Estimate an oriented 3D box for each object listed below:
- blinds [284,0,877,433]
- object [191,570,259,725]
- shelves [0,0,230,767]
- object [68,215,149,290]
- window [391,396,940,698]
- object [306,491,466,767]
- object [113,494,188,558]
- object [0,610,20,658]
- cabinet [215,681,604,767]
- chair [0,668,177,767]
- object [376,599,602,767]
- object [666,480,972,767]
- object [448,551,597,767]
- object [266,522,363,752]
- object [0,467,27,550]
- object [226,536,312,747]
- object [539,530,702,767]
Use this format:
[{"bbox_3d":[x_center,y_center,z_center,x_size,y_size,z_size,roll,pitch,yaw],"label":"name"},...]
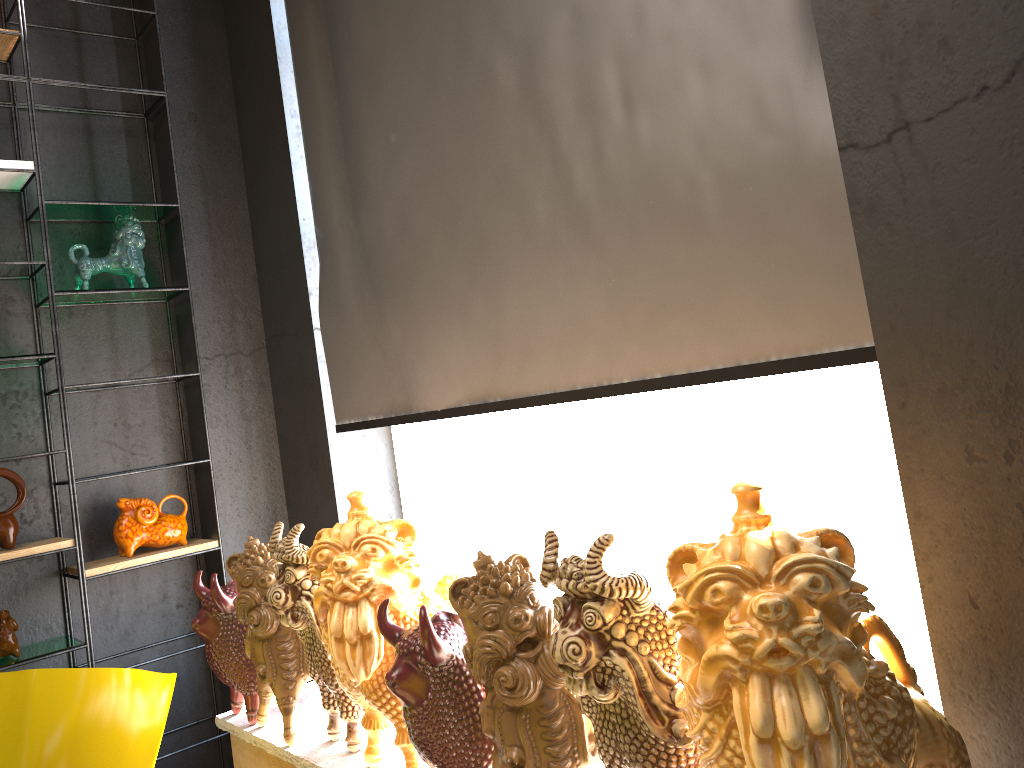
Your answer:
[{"bbox_3d":[-2.112,-0.519,4.269,3.533,3.324,12.628,-8,-1,-19],"label":"blinds"},{"bbox_3d":[-0.717,0.742,2.655,0.464,0.443,0.217,-7,-4,-35],"label":"object"},{"bbox_3d":[-2.488,-0.214,2.614,3.003,3.929,0.272,-6,-5,-40],"label":"shelves"},{"bbox_3d":[-1.562,-0.508,3.427,0.151,0.334,0.290,-12,-5,42],"label":"object"},{"bbox_3d":[0.126,-0.784,2.755,0.051,3.184,2.290,-5,-5,-40],"label":"window"},{"bbox_3d":[-0.236,0.557,2.069,0.471,0.658,0.305,-6,-5,-35],"label":"object"},{"bbox_3d":[-1.366,0.525,3.357,0.279,0.223,0.137,-7,-4,-39],"label":"object"},{"bbox_3d":[-1.745,0.849,3.011,0.105,0.169,0.209,-5,-4,-40],"label":"object"},{"bbox_3d":[0.162,1.088,1.707,0.406,0.532,2.709,-6,-2,-40],"label":"cabinet"},{"bbox_3d":[-1.247,1.122,1.909,0.655,0.901,1.069,-10,-3,20],"label":"chair"},{"bbox_3d":[-0.044,0.629,1.840,0.464,0.443,0.217,-7,-4,-35],"label":"object"},{"bbox_3d":[0.437,0.444,1.254,0.471,0.658,0.305,-6,-5,-35],"label":"object"},{"bbox_3d":[0.140,0.559,1.686,0.476,0.548,0.247,-7,-5,-32],"label":"object"},{"bbox_3d":[-0.422,0.625,2.317,0.269,0.582,0.431,-12,-5,43],"label":"object"},{"bbox_3d":[-1.801,0.434,3.024,0.250,0.292,0.113,-6,-5,-40],"label":"object"},{"bbox_3d":[-0.533,0.672,2.502,0.476,0.548,0.247,-7,-5,-32],"label":"object"},{"bbox_3d":[0.251,0.512,1.502,0.269,0.582,0.431,-12,-5,43],"label":"object"}]
